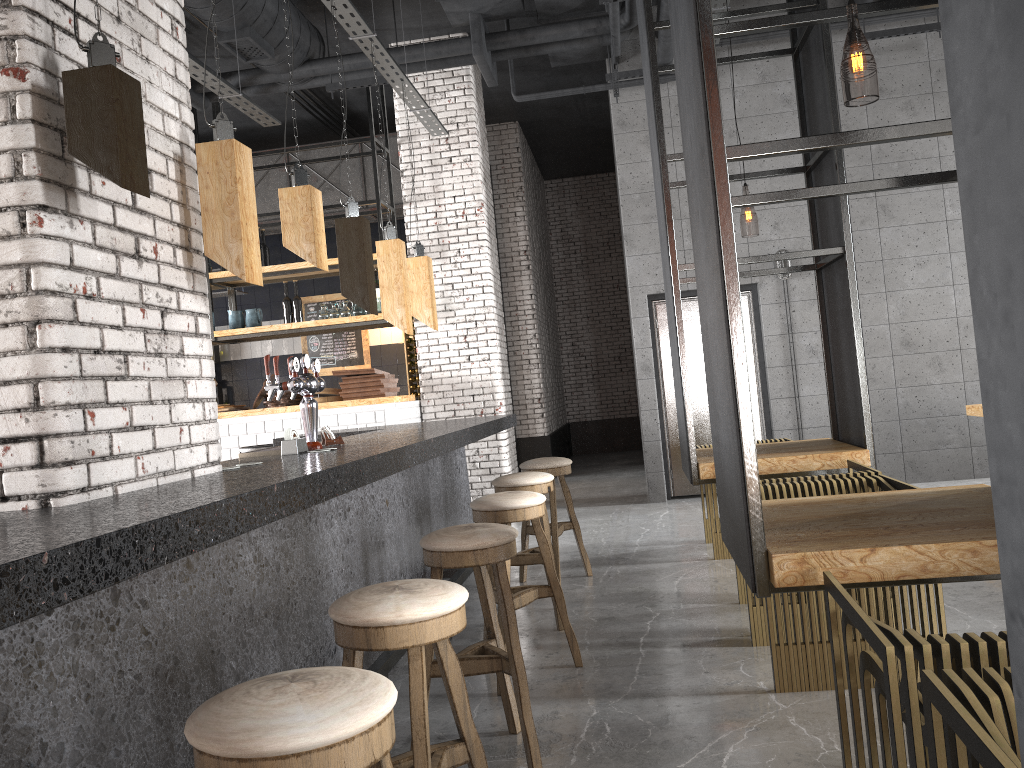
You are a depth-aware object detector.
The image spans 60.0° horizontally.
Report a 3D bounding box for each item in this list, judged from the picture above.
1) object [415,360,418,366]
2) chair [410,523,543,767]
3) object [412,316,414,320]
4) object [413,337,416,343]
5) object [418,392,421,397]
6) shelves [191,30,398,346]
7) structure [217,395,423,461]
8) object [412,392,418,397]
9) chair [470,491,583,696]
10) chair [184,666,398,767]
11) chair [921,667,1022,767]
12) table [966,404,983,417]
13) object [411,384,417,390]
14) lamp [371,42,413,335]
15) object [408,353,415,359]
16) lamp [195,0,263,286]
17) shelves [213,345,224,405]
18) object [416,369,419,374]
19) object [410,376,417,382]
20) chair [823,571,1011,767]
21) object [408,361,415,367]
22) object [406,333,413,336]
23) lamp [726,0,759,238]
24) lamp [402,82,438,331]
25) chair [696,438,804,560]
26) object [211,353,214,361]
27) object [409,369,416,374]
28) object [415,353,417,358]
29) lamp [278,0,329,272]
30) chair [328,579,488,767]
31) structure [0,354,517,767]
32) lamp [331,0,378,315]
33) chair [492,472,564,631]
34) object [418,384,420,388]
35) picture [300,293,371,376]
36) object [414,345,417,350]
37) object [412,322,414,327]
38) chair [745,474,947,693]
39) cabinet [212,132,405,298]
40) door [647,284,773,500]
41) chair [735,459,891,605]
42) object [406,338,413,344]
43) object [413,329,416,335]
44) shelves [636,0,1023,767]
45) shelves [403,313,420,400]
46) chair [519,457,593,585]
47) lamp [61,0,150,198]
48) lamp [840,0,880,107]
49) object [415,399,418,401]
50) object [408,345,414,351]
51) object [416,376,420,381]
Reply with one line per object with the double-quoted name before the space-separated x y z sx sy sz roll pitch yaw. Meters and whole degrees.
"object" -1.264 -0.283 11.997 0.079 0.079 0.283 -6 -1 8
"chair" -0.098 0.886 2.986 0.481 0.806 0.438 -5 -2 -34
"object" -1.323 -0.911 12.014 0.079 0.079 0.283 -6 -1 8
"object" -1.297 -0.597 11.983 0.079 0.079 0.283 -6 -1 8
"object" -1.225 0.135 11.984 0.079 0.079 0.281 -6 -1 8
"shelves" -4.107 -1.874 9.506 5.675 3.068 0.597 -5 -2 8
"structure" -3.796 1.051 9.345 5.798 1.346 1.510 -5 -1 8
"object" -1.316 0.144 12.012 0.079 0.079 0.281 -6 -1 8
"chair" 0.065 0.878 3.917 0.439 0.806 0.480 -5 -1 -4
"chair" -0.328 0.896 1.503 0.481 0.806 0.438 -5 -1 -19
"chair" 0.982 0.814 1.104 0.657 0.730 0.638 -6 -1 10
"table" 4.212 0.529 5.614 1.000 0.764 4.135 -5 -1 8
"object" -1.328 0.040 11.999 0.079 0.079 0.281 -6 -1 8
"lamp" -0.678 -1.056 4.745 0.127 1.607 0.127 -6 -2 8
"object" -1.367 -0.379 12.012 0.079 0.079 0.283 -6 -1 8
"lamp" -0.941 -1.076 2.811 0.127 1.548 0.127 -6 -2 8
"shelves" -4.986 0.115 12.606 1.760 1.483 0.157 -5 -2 8
"object" -1.257 -0.179 11.974 0.079 0.079 0.281 -6 -1 8
"object" -1.339 -0.065 11.993 0.079 0.079 0.281 -6 -1 8
"chair" 1.085 0.810 1.870 0.657 0.730 0.638 -6 -1 10
"object" -1.360 -0.274 11.986 0.079 0.079 0.283 -6 -1 8
"object" -1.396 -0.693 12.021 0.079 0.079 0.283 -6 -1 8
"lamp" 1.367 -1.689 5.383 0.108 1.600 0.108 -7 -2 40
"lamp" -0.593 -1.089 5.390 0.127 1.548 0.127 -6 -2 8
"chair" 1.681 0.789 6.211 0.657 0.730 0.638 -6 -1 7
"object" -4.241 -0.448 12.514 0.079 0.281 0.079 -5 -2 1
"object" -1.345 -0.170 12.020 0.079 0.079 0.281 -6 -1 8
"object" -1.271 -0.388 12.019 0.079 0.079 0.283 -6 -1 8
"lamp" -0.860 -1.143 3.458 0.127 1.420 0.127 -6 -2 8
"chair" -0.253 0.893 2.107 0.480 0.806 0.438 -5 -1 -4
"structure" -2.451 0.781 4.023 4.309 1.534 5.875 -5 -1 8
"lamp" -0.767 -1.083 4.101 0.127 1.548 0.127 -6 -2 8
"chair" 0.046 0.887 4.827 0.439 0.806 0.480 -6 -1 6
"object" -1.232 0.031 12.006 0.079 0.079 0.281 -6 -1 8
"picture" -2.495 -0.695 12.454 0.980 1.143 0.020 -6 -2 8
"object" -1.284 -0.493 12.003 0.079 0.079 0.283 -6 -1 8
"object" -1.313 -0.807 12.012 0.079 0.079 0.283 -6 -1 8
"chair" 1.342 0.801 3.695 0.657 0.730 0.638 -6 -1 7
"cabinet" -3.735 -2.056 11.766 5.862 1.769 0.682 -5 -1 8
"door" 2.011 0.089 8.984 1.119 2.104 0.158 -6 -2 8
"chair" 1.461 0.795 4.430 0.657 0.730 0.638 -6 -1 8
"object" -1.388 -0.589 12.009 0.079 0.079 0.283 -6 -1 8
"object" -1.306 -0.702 11.989 0.079 0.079 0.283 -6 -1 8
"shelves" 1.003 -1.641 2.820 1.003 4.369 6.146 -6 -1 8
"shelves" -0.962 -0.163 12.020 0.889 2.149 0.251 -6 -2 8
"chair" 0.301 0.870 5.693 0.439 0.806 0.480 -5 -1 -24
"lamp" -1.036 -1.149 2.169 0.127 1.396 0.127 -6 -2 8
"lamp" 1.017 -1.677 2.791 0.108 1.600 0.108 -4 -2 -36
"object" -1.305 0.249 12.013 0.079 0.079 0.281 -6 -1 8
"object" -1.375 -0.484 12.031 0.079 0.079 0.283 -6 -1 8
"object" -1.248 -0.074 11.967 0.079 0.079 0.281 -6 -1 8
